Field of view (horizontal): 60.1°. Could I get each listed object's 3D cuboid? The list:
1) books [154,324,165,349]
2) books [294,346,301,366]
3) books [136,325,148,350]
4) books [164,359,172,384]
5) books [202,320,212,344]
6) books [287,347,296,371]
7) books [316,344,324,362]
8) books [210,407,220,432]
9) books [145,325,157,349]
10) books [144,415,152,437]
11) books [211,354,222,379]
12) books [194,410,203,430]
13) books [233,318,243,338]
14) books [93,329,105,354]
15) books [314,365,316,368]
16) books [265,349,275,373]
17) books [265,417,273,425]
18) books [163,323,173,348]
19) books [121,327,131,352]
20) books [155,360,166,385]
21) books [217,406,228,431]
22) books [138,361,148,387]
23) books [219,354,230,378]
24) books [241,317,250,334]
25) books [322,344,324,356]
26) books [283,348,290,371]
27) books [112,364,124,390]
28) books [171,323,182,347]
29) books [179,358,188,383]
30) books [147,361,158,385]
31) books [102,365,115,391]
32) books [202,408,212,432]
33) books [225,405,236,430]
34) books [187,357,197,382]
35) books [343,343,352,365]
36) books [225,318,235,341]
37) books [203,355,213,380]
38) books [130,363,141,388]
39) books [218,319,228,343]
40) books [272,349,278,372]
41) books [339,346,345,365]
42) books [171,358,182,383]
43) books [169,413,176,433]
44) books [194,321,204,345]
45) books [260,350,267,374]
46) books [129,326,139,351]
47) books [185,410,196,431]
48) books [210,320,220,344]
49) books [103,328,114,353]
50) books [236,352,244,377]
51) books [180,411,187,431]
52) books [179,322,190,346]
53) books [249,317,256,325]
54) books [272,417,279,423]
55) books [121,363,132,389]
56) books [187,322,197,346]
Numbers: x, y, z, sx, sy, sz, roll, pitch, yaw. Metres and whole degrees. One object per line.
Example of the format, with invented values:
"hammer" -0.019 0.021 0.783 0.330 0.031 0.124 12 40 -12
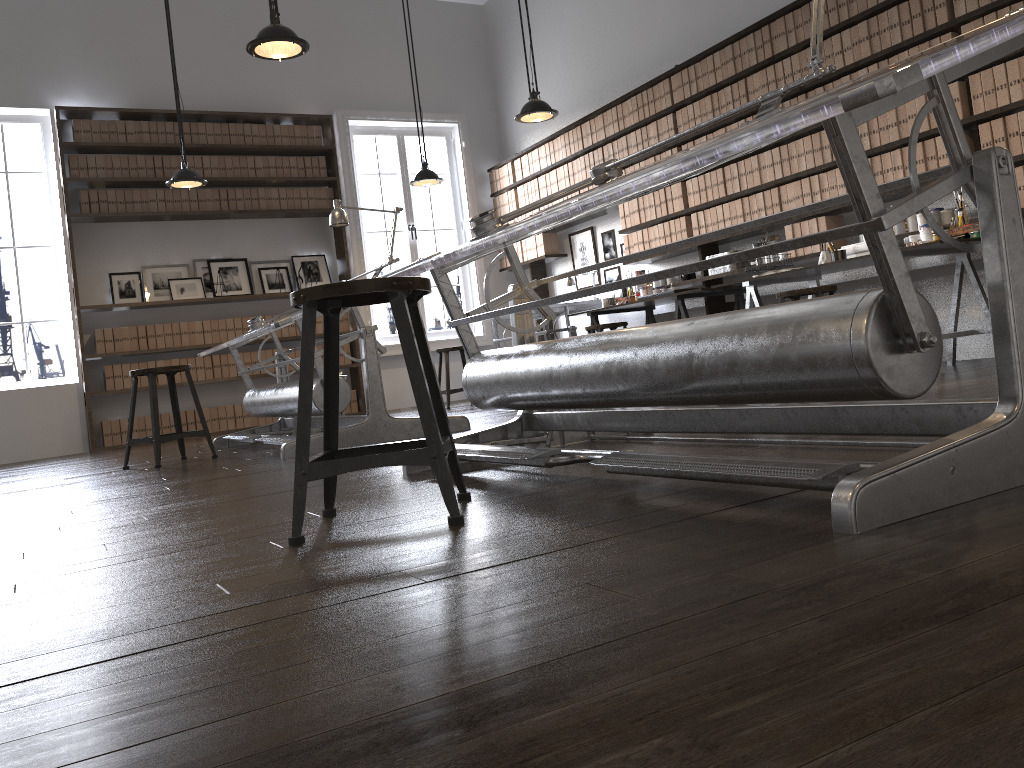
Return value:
"books" -3.204 -0.423 8.035 0.067 0.226 0.174 -6 -1 -29
"books" -2.094 -0.246 8.630 0.067 0.226 0.174 -6 -1 -29
"books" -3.330 -0.406 7.963 0.067 0.226 0.174 -6 -1 -29
"books" -3.133 -0.107 8.046 0.067 0.226 0.174 -6 -1 -29
"books" -2.846 -0.470 8.235 0.067 0.226 0.174 -6 -1 -29
"books" -2.156 -0.238 8.598 0.067 0.226 0.174 -6 -1 -29
"books" -1.916 -0.270 8.730 0.067 0.226 0.174 -6 -1 -29
"books" -2.769 0.332 8.198 0.067 0.226 0.174 -6 -1 -29
"books" -3.268 -0.414 8.004 0.067 0.226 0.174 -6 -1 -29
"books" -3.253 0.396 7.926 0.067 0.226 0.174 -6 -1 -29
"books" -2.765 -0.156 8.249 0.067 0.226 0.174 -6 -1 -29
"books" -2.884 0.347 8.141 0.067 0.226 0.174 -6 -1 -29
"books" -2.600 -0.503 8.371 0.067 0.226 0.174 -6 -1 -29
"books" -3.633 -0.365 7.795 0.067 0.226 0.174 -6 -1 -29
"books" -1.970 -0.262 8.698 0.067 0.226 0.174 -6 -1 -29
"books" -2.339 -0.213 8.487 0.067 0.226 0.174 -6 -1 -29
"books" -2.346 0.275 8.444 0.067 0.226 0.174 -6 -1 -29
"books" -3.144 -0.431 8.073 0.067 0.226 0.174 -6 -1 -29
"books" -3.453 -0.389 7.898 0.067 0.226 0.174 -6 -1 -29
"books" -3.187 -0.099 8.014 0.067 0.226 0.174 -6 -1 -29
"books" -2.706 0.323 8.233 0.067 0.226 0.174 -6 -1 -29
"books" -3.312 -0.083 7.947 0.067 0.226 0.174 -6 -1 -29
"books" -2.703 -0.164 8.290 0.067 0.226 0.174 -6 -1 -29
"books" -2.537 -0.512 8.407 0.067 0.226 0.174 -6 -1 -29
"books" -1.856 -0.278 8.758 0.067 0.226 0.174 -6 -1 -29
"books" -2.215 -0.230 8.560 0.067 0.226 0.174 -6 -1 -29
"books" -3.493 -0.058 7.838 0.067 0.226 0.174 -6 -1 -29
"books" -3.082 -0.439 8.108 0.067 0.226 0.174 -6 -1 -29
"books" -3.017 -0.122 8.113 0.067 0.226 0.174 -6 -1 -29
"books" -3.249 -0.091 7.977 0.067 0.226 0.174 -6 -1 -29
"books" -3.556 -0.050 7.803 0.067 0.226 0.174 -6 -1 -29
"books" -2.825 0.339 8.171 0.067 0.226 0.174 -6 -1 -29
"books" -2.644 0.315 8.272 0.067 0.226 0.174 -6 -1 -29
"books" -2.955 -0.130 8.148 0.067 0.226 0.174 -6 -1 -29
"books" -1.675 -0.302 8.862 0.067 0.226 0.174 -6 -1 -29
"books" -2.665 -0.495 8.339 0.067 0.226 0.174 -6 -1 -29
"books" -2.832 -0.147 8.217 0.067 0.226 0.174 -6 -1 -29
"books" -3.373 -0.074 7.914 0.067 0.226 0.174 -6 -1 -29
"books" -2.727 -0.486 8.308 0.067 0.226 0.174 -6 -1 -29
"books" -2.276 -0.221 8.522 0.067 0.226 0.174 -6 -1 -29
"books" -1.738 -0.293 8.831 0.067 0.226 0.174 -6 -1 -29
"books" -3.073 -0.115 8.075 0.067 0.226 0.174 -6 -1 -29
"books" -3.073 0.372 8.030 0.067 0.226 0.174 -6 -1 -29
"books" -2.910 -0.462 8.201 0.067 0.226 0.174 -6 -1 -29
"books" -2.396 -0.205 8.460 0.067 0.226 0.174 -6 -1 -29
"books" -3.397 -0.397 7.932 0.067 0.226 0.174 -6 -1 -29
"books" -2.945 0.355 8.100 0.067 0.226 0.174 -6 -1 -29
"books" -2.787 -0.478 8.273 0.067 0.226 0.174 -6 -1 -29
"books" -3.568 -0.374 7.828 0.067 0.226 0.174 -6 -1 -29
"books" -2.581 -0.180 8.354 0.067 0.226 0.174 -6 -1 -29
"books" -3.013 0.364 8.069 0.067 0.226 0.174 -6 -1 -29
"books" -3.021 -0.447 8.135 0.067 0.226 0.174 -6 -1 -29
"books" -2.485 -0.519 8.441 0.067 0.226 0.174 -6 -1 -29
"books" -2.284 0.266 8.476 0.067 0.226 0.174 -6 -1 -29
"books" -3.432 -0.067 7.877 0.067 0.226 0.174 -6 -1 -29
"books" -2.965 -0.455 8.172 0.067 0.226 0.174 -6 -1 -29
